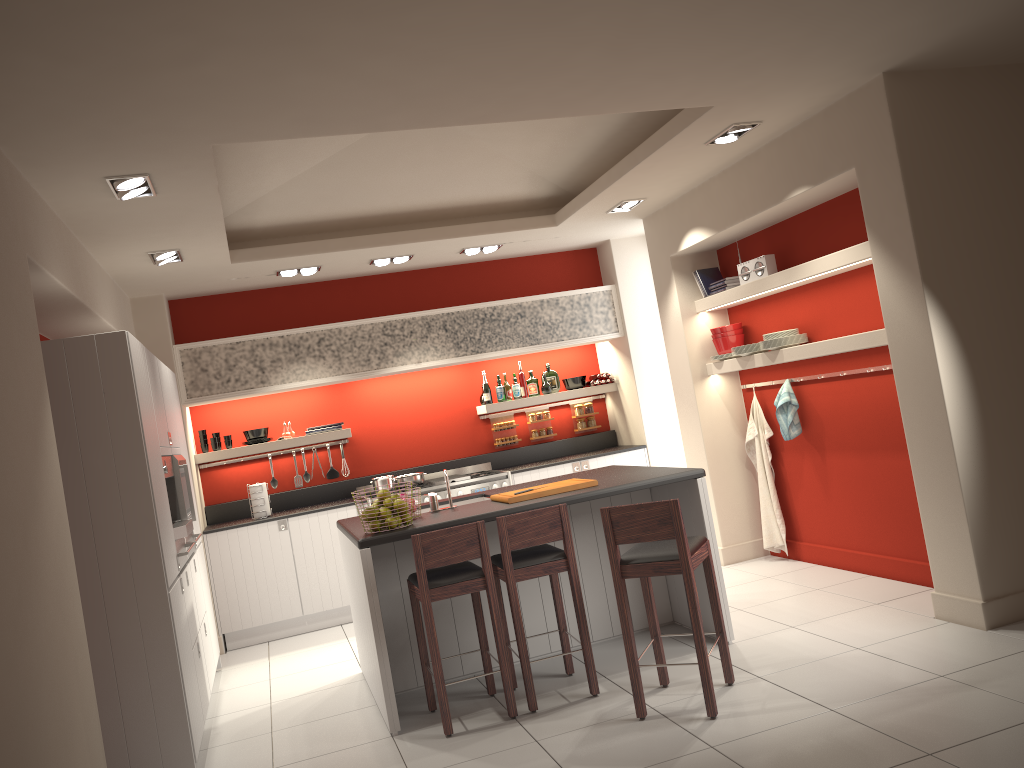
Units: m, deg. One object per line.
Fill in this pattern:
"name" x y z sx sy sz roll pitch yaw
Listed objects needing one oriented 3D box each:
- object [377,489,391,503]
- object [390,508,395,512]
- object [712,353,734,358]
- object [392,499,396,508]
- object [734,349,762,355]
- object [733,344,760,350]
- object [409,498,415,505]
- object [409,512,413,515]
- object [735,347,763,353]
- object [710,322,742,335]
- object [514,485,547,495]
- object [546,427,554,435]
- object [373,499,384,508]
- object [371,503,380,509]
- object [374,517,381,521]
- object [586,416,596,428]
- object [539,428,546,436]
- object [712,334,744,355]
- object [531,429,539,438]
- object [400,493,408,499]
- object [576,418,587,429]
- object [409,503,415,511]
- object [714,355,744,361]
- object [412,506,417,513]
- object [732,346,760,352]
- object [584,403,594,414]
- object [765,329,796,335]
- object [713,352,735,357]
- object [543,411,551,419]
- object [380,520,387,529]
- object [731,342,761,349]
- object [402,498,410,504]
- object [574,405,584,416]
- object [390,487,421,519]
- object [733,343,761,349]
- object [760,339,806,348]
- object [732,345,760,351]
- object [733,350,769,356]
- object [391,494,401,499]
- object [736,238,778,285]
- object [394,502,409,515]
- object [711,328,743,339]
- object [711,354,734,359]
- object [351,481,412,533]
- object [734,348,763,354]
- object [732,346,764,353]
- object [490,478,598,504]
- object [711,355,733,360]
"object" -0.711 0.622 4.930 0.078 0.080 0.077 -9 -2 -16
"object" -0.691 0.703 5.004 0.067 0.064 0.066 -10 -2 -12
"object" 1.787 -0.233 7.220 0.339 0.020 0.338 -10 -2 -14
"object" -0.664 0.666 4.948 0.056 0.054 0.057 -8 -2 -45
"object" 1.867 -0.245 6.822 0.339 0.020 0.338 -9 -2 -17
"object" 1.860 -0.283 6.824 0.339 0.020 0.338 -9 -2 -17
"object" -0.599 0.702 5.251 0.051 0.055 0.056 -10 -2 -2
"object" -0.617 0.767 5.219 0.062 0.057 0.061 -9 -2 -16
"object" 1.864 -0.258 6.823 0.339 0.020 0.338 -9 -2 -17
"object" 1.753 -0.403 7.219 0.260 0.161 0.260 -11 -2 41
"object" 0.118 0.633 5.322 0.035 0.010 0.302 -11 -2 44
"object" 0.380 0.475 8.929 0.068 0.088 0.068 -10 -2 4
"object" -0.741 0.680 4.962 0.071 0.076 0.078 -12 -2 43
"object" -0.755 0.689 4.888 0.057 0.061 0.062 -10 -2 -2
"object" -0.751 0.740 4.943 0.064 0.060 0.064 -9 -2 -22
"object" 0.808 0.387 9.053 0.093 0.120 0.094 -10 -2 4
"object" 0.306 0.487 8.907 0.068 0.088 0.068 -10 -2 4
"object" 1.774 -0.311 7.223 0.260 0.146 0.260 -10 -2 -13
"object" 0.232 0.499 8.885 0.068 0.088 0.068 -10 -2 4
"object" -0.643 0.672 5.249 0.056 0.058 0.056 -11 -2 29
"object" 0.707 0.404 9.023 0.093 0.120 0.094 -10 -2 4
"object" -0.597 0.723 5.205 0.048 0.046 0.048 -11 -2 33
"object" 1.791 -0.214 7.220 0.339 0.020 0.338 -10 -2 -14
"object" -0.590 0.744 5.269 0.046 0.043 0.046 -11 -2 23
"object" 1.862 -0.270 6.823 0.339 0.020 0.338 -9 -2 -17
"object" 0.785 0.252 9.057 0.093 0.120 0.094 -10 -2 4
"object" 1.962 -0.373 6.478 0.255 0.015 0.255 -9 -2 -35
"object" 1.786 -0.239 7.221 0.339 0.020 0.338 -10 -2 -14
"object" 0.353 0.317 8.934 0.068 0.088 0.068 -10 -2 4
"object" -0.712 0.775 4.904 0.055 0.054 0.053 -9 -2 -13
"object" 1.858 -0.296 6.824 0.339 0.020 0.338 -9 -2 -17
"object" -0.623 0.692 5.188 0.048 0.046 0.048 -11 -2 29
"object" 0.684 0.269 9.028 0.093 0.120 0.094 -10 -2 4
"object" -0.648 0.720 5.262 0.248 0.168 0.247 -9 -2 -28
"object" 1.859 -0.289 6.824 0.339 0.020 0.338 -9 -2 -17
"object" 1.981 -0.288 6.458 0.339 0.020 0.338 -10 -2 -14
"object" 1.861 -0.277 6.823 0.339 0.020 0.338 -9 -2 -17
"object" 1.868 -0.238 6.822 0.339 0.020 0.338 -9 -2 -17
"object" -0.662 0.650 5.004 0.067 0.064 0.067 -9 -2 -16
"object" 1.810 -0.947 6.625 0.097 0.369 0.342 -9 -2 -21
"object" -0.614 0.691 4.929 0.082 0.082 0.082 -11 -2 41
"object" 1.764 -0.354 7.223 0.260 0.159 0.260 -9 -2 -35
"object" 1.788 -0.227 7.220 0.339 0.020 0.338 -10 -2 -14
"object" -0.701 0.683 4.900 0.341 0.232 0.341 -10 -2 17
"object" 1.865 -0.251 6.823 0.339 0.020 0.338 -9 -2 -17
"object" 1.863 -0.264 6.823 0.339 0.020 0.338 -9 -2 -17
"object" 0.189 0.644 5.365 0.570 0.033 0.372 -9 -2 -18
"object" 1.789 -0.220 7.220 0.339 0.020 0.338 -10 -2 -14
